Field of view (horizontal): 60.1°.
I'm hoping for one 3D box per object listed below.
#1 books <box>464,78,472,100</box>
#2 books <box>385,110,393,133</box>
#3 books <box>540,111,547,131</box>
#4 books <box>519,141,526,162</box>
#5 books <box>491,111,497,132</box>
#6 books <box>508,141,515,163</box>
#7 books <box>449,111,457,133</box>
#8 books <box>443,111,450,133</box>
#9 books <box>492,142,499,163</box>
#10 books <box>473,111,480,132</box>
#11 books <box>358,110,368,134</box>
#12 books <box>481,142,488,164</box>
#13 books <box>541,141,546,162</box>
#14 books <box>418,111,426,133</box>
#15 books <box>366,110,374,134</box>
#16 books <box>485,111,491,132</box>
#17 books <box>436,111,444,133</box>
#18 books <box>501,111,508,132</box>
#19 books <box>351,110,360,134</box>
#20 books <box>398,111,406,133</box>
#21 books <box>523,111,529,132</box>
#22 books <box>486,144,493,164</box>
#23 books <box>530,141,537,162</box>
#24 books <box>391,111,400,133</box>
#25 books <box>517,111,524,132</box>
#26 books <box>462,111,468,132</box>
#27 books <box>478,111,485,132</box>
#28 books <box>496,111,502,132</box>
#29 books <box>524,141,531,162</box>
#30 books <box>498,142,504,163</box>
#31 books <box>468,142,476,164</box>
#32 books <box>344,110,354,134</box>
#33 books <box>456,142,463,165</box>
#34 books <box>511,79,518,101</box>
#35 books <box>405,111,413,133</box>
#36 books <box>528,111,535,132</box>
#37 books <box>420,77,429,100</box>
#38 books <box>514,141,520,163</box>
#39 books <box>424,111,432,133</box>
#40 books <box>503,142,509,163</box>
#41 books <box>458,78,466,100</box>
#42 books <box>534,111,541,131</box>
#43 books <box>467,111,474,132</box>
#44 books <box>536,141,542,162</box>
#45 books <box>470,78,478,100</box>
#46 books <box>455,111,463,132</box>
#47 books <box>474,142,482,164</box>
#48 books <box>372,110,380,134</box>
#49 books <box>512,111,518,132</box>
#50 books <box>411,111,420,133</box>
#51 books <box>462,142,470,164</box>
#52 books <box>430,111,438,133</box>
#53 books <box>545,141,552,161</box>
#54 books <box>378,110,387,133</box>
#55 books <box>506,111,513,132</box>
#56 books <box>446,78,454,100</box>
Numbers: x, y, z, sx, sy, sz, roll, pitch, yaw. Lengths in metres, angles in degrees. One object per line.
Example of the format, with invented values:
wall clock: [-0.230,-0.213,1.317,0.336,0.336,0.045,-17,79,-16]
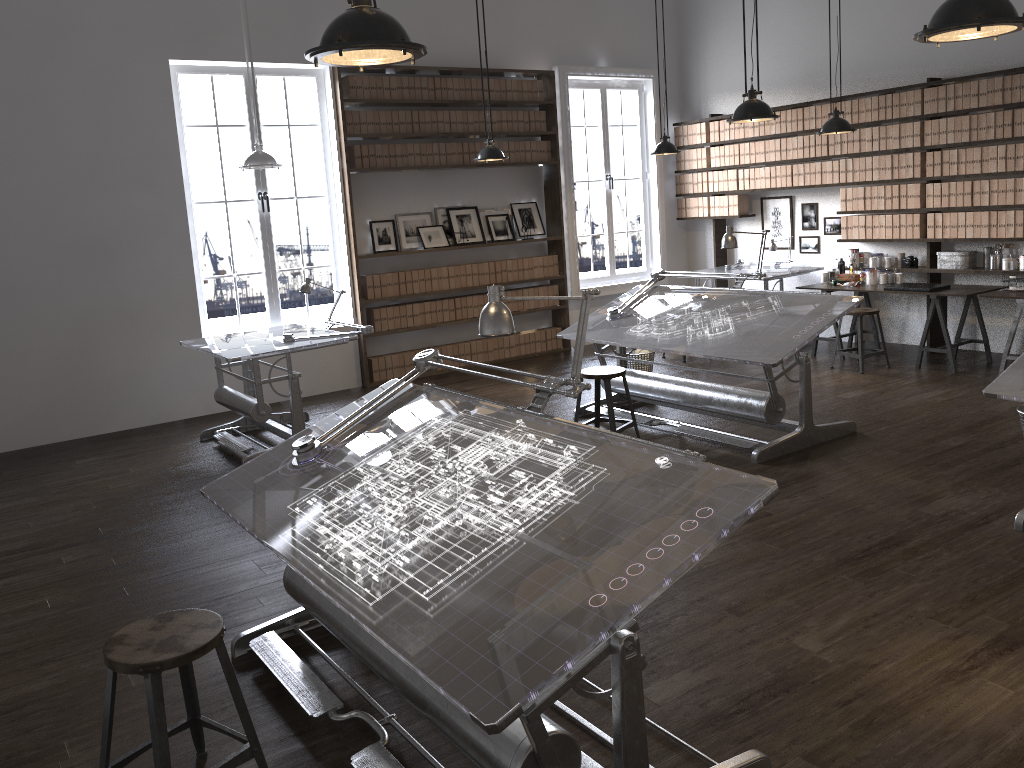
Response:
books: [-0.487,-2.967,8.964,0.067,0.224,0.175,-10,11,-33]
books: [-1.219,-2.502,8.509,0.067,0.224,0.175,-10,11,-33]
books: [0.289,-2.808,9.512,0.067,0.224,0.175,-10,11,-33]
books: [0.063,-2.453,9.397,0.067,0.224,0.175,-10,11,-33]
books: [-0.233,-2.701,9.162,0.067,0.224,0.175,-10,11,-33]
books: [-0.049,-2.429,9.315,0.067,0.224,0.175,-10,11,-33]
books: [-0.632,-2.620,8.895,0.067,0.224,0.175,-10,11,-33]
books: [-0.694,-2.608,8.855,0.067,0.224,0.175,-10,11,-33]
books: [-0.215,-2.395,9.203,0.067,0.224,0.175,-10,11,-33]
books: [-0.411,-2.666,9.049,0.067,0.224,0.175,-10,11,-33]
books: [-1.439,-2.456,8.357,0.067,0.224,0.175,-10,11,-33]
books: [-0.332,-2.372,9.132,0.067,0.224,0.175,-10,11,-33]
books: [0.289,-2.498,9.543,0.067,0.224,0.175,-10,11,-33]
books: [-0.921,-2.562,8.708,0.067,0.224,0.175,-10,11,-33]
books: [-1.380,-2.468,8.398,0.067,0.224,0.175,-10,11,-33]
books: [-0.292,-2.689,9.121,0.067,0.224,0.175,-10,11,-33]
books: [-0.752,-2.595,8.813,0.067,0.224,0.175,-10,11,-33]
books: [-0.125,-2.723,9.231,0.067,0.224,0.175,-10,11,-33]
books: [-1.499,-2.445,8.321,0.067,0.224,0.175,-10,11,-33]
books: [-1.100,-2.525,8.583,0.067,0.224,0.175,-10,11,-33]
books: [0.103,-2.770,9.390,0.067,0.224,0.175,-10,11,-33]
books: [-0.274,-2.384,9.171,0.067,0.224,0.175,-10,11,-33]
books: [0.185,-2.476,9.469,0.067,0.224,0.175,-10,11,-33]
books: [-1.161,-2.513,8.548,0.067,0.224,0.175,-10,11,-33]
books: [0.047,-2.758,9.347,0.067,0.224,0.175,-10,11,-33]
books: [-0.522,-2.643,8.972,0.067,0.224,0.175,-10,11,-33]
books: [-0.352,-2.678,9.086,0.067,0.224,0.175,-10,11,-33]
books: [-0.183,-2.712,9.198,0.067,0.224,0.175,-10,11,-33]
books: [0.123,-2.464,9.432,0.067,0.224,0.175,-10,11,-33]
books: [-0.162,-2.406,9.243,0.067,0.224,0.175,-10,11,-33]
books: [-0.449,-2.349,9.054,0.067,0.224,0.175,-10,11,-33]
books: [-1.557,-2.433,8.285,0.067,0.224,0.175,-10,11,-33]
books: [-0.572,-2.323,8.972,0.067,0.224,0.175,-10,11,-33]
books: [-0.020,-3.061,9.272,0.067,0.224,0.175,-10,11,-33]
books: [-1.044,-2.537,8.626,0.067,0.224,0.175,-10,11,-33]
books: [0.167,-2.782,9.427,0.067,0.224,0.175,-10,11,-33]
books: [-0.895,-2.883,8.687,0.067,0.224,0.175,-10,11,-33]
books: [0.007,-2.441,9.357,0.067,0.224,0.175,-10,11,-33]
books: [-0.866,-2.573,8.742,0.067,0.224,0.175,-10,11,-33]
books: [-0.110,-2.417,9.277,0.067,0.224,0.175,-10,11,-33]
books: [-0.545,-2.955,8.927,0.067,0.224,0.175,-10,11,-33]
books: [0.225,-2.795,9.472,0.067,0.224,0.175,-10,11,-33]
books: [-0.464,-2.653,9.005,0.067,0.224,0.175,-10,11,-33]
books: [0.239,-2.487,9.505,0.067,0.224,0.175,-10,11,-33]
books: [-0.425,-2.979,9.004,0.067,0.224,0.175,-10,11,-33]
books: [-0.573,-2.632,8.936,0.067,0.224,0.175,-10,11,-33]
books: [-0.388,-2.360,9.089,0.067,0.224,0.175,-10,11,-33]
books: [-1.329,-2.479,8.434,0.067,0.224,0.175,-10,11,-33]
books: [-0.014,-2.746,9.312,0.067,0.224,0.175,-10,11,-33]
books: [-0.979,-2.549,8.663,0.067,0.224,0.175,-10,11,-33]
books: [-0.508,-2.335,9.008,0.067,0.224,0.175,-10,11,-33]
books: [-0.811,-2.583,8.773,0.067,0.224,0.175,-10,11,-33]
books: [0.346,-2.510,9.583,0.067,0.224,0.175,-10,11,-33]
books: [-1.272,-2.489,8.467,0.067,0.224,0.175,-10,11,-33]
books: [-0.073,-2.735,9.273,0.067,0.224,0.175,-10,11,-33]
books: [-0.658,-2.930,8.843,0.067,0.224,0.175,-10,11,-33]
